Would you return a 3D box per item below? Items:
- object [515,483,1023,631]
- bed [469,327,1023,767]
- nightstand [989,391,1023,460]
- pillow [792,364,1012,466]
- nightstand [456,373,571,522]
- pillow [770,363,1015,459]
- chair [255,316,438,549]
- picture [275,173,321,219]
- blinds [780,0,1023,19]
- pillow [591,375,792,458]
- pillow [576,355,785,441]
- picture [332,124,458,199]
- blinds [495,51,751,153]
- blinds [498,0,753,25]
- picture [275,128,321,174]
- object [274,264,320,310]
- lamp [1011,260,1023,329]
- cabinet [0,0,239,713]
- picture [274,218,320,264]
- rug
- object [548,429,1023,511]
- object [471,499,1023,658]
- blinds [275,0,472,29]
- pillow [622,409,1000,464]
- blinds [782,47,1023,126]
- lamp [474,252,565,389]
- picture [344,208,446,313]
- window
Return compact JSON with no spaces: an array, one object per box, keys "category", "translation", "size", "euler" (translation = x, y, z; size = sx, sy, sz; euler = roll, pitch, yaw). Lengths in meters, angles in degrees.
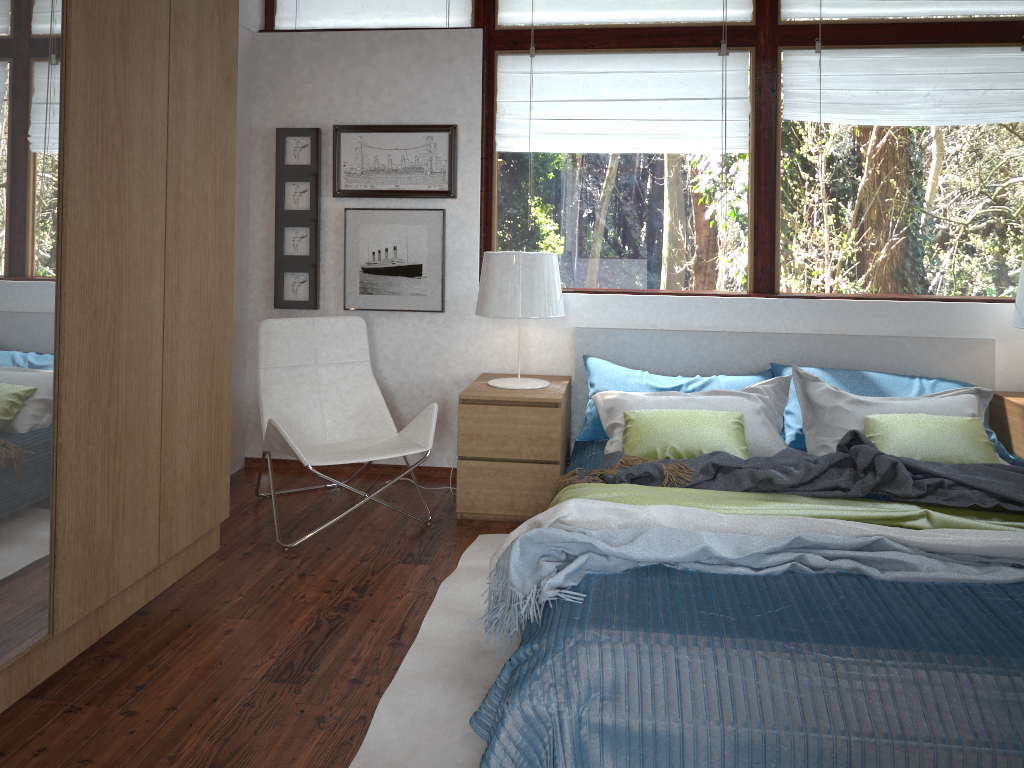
[{"category":"object","translation":[1.046,0.563,2.605],"size":[2.105,0.447,0.496],"euler":[1,5,4]},{"category":"bed","translation":[1.115,0.354,2.794],"size":[2.139,0.765,2.605],"euler":[2,9,8]},{"category":"nightstand","translation":[2.294,0.358,3.561],"size":[0.428,0.539,0.614],"euler":[1,5,8]},{"category":"pillow","translation":[1.556,0.146,3.444],"size":[0.852,0.391,0.363],"euler":[1,4,2]},{"category":"nightstand","translation":[0.026,0.275,3.868],"size":[0.428,0.539,0.614],"euler":[1,5,8]},{"category":"pillow","translation":[1.601,0.104,3.761],"size":[0.920,0.318,0.370],"euler":[2,5,5]},{"category":"chair","translation":[-0.736,0.146,3.641],"size":[0.698,0.796,0.805],"euler":[-1,5,-32]},{"category":"picture","translation":[-1.064,-0.934,4.335],"size":[0.222,0.225,0.040],"euler":[1,0,8]},{"category":"blinds","translation":[1.902,-1.860,4.094],"size":[1.241,0.276,0.032],"euler":[2,-1,8]},{"category":"pillow","translation":[0.749,0.154,3.564],"size":[0.872,0.358,0.477],"euler":[1,6,3]},{"category":"pillow","translation":[0.746,0.067,3.878],"size":[0.912,0.329,0.350],"euler":[2,5,6]},{"category":"picture","translation":[-0.578,-1.092,4.279],"size":[0.626,0.363,0.042],"euler":[2,-1,8]},{"category":"blinds","translation":[0.535,-1.375,4.259],"size":[1.235,0.496,0.054],"euler":[2,-1,8]},{"category":"blinds","translation":[0.548,-1.975,4.279],"size":[1.241,0.423,0.032],"euler":[2,-1,8]},{"category":"picture","translation":[-1.061,-1.158,4.335],"size":[0.222,0.225,0.040],"euler":[1,0,8]},{"category":"object","translation":[-1.069,-0.485,4.336],"size":[0.222,0.225,0.040],"euler":[1,0,8]},{"category":"lamp","translation":[2.286,-0.211,3.591],"size":[0.406,0.588,0.408],"euler":[1,2,-1]},{"category":"cabinet","translation":[-1.357,-0.486,1.861],"size":[0.583,2.399,2.218],"euler":[1,4,8]},{"category":"picture","translation":[-1.067,-0.709,4.335],"size":[0.222,0.225,0.040],"euler":[1,0,8]},{"category":"rug","translation":[1.058,0.783,2.307],"size":[2.712,0.048,1.822],"euler":[2,9,7]},{"category":"object","translation":[1.129,0.376,2.815],"size":[2.128,0.405,0.635],"euler":[4,7,17]},{"category":"object","translation":[0.965,0.565,2.251],"size":[2.154,0.375,0.542],"euler":[1,6,3]},{"category":"blinds","translation":[-0.708,-2.087,4.450],"size":[1.031,0.564,0.032],"euler":[2,-1,8]},{"category":"pillow","translation":[1.111,0.216,3.317],"size":[1.379,0.219,0.314],"euler":[2,6,7]},{"category":"blinds","translation":[2.562,-1.510,3.988],"size":[2.562,0.657,0.054],"euler":[2,-1,8]},{"category":"lamp","translation":[0.035,-0.294,3.896],"size":[0.406,0.588,0.408],"euler":[1,2,5]},{"category":"picture","translation":[-0.577,-0.607,4.268],"size":[0.504,0.506,0.043],"euler":[1,-1,8]},{"category":"window","translation":[0.761,-0.697,0.115],"size":[5.268,1.921,8.400],"euler":[2,9,7]}]
